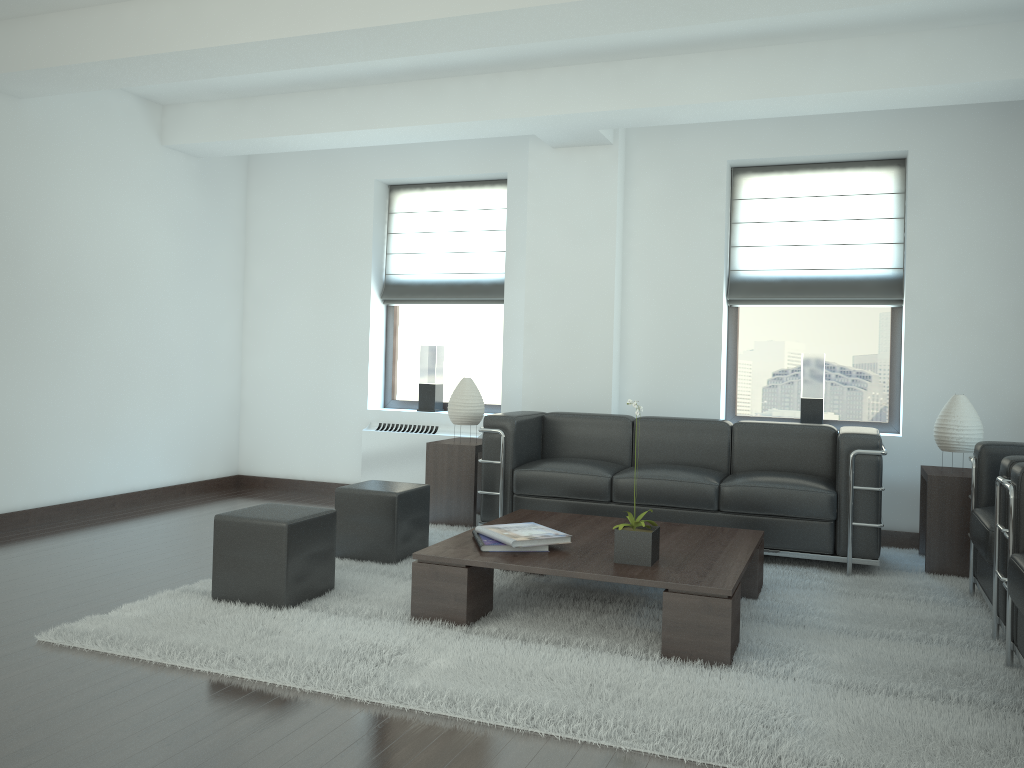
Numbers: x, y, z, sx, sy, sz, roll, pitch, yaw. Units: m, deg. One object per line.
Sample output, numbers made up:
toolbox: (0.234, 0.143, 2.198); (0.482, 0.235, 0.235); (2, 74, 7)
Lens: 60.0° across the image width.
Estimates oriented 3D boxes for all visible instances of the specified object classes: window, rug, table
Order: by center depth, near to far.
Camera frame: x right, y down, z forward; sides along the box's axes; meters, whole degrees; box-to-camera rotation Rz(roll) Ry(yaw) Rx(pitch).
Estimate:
table: (0.623, 1.290, 6.035); (1.936, 0.441, 1.920); (2, 1, 21)
rug: (1.100, 1.486, 6.301); (6.254, 0.110, 5.167); (2, 1, 21)
table: (3.711, 1.155, 7.383); (0.526, 0.845, 0.786); (2, 0, 21)
table: (-0.469, 1.002, 8.982); (0.526, 0.845, 0.786); (2, 0, 21)
window: (3.118, -0.901, 9.182); (1.701, 2.733, 0.146); (2, -1, 21)
window: (-0.715, -1.041, 10.650); (1.701, 2.733, 0.146); (2, -1, 21)

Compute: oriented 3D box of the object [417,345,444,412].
object: (-0.951, -0.065, 10.467); (0.239, 0.776, 0.243); (1, 0, 21)

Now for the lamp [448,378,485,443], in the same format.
lamp: (-0.462, 0.257, 8.930); (0.374, 0.655, 0.374); (2, 0, 25)

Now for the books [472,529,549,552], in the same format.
books: (-0.017, 1.032, 5.862); (0.446, 0.045, 0.518); (1, 1, -8)

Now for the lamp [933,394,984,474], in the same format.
lamp: (3.696, 0.409, 7.339); (0.374, 0.655, 0.374); (2, 0, -40)

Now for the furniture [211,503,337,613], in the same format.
furniture: (-1.588, 1.146, 5.968); (0.588, 0.579, 0.602); (2, 0, 21)

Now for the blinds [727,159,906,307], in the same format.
blinds: (3.085, -1.527, 9.037); (1.687, 1.477, 0.222); (2, 0, 21)

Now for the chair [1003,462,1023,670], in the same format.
chair: (3.028, 1.036, 4.181); (1.124, 1.171, 1.645); (2, 1, 21)

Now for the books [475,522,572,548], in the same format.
books: (0.071, 0.990, 5.835); (0.446, 0.045, 0.518); (1, 1, -28)

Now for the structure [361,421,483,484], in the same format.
structure: (-1.033, 0.831, 10.137); (1.462, 0.726, 0.193); (2, 0, 21)

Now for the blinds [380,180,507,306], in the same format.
blinds: (-0.747, -1.667, 10.504); (1.687, 1.477, 0.222); (2, 0, 21)

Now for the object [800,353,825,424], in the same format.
object: (3.033, 0.080, 8.942); (0.239, 0.776, 0.243); (1, 0, 21)

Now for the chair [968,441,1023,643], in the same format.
chair: (3.637, 1.017, 5.752); (1.124, 1.171, 1.645); (2, 1, 21)

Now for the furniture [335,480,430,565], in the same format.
furniture: (-1.067, 1.130, 7.335); (0.588, 0.579, 0.602); (2, 0, 21)

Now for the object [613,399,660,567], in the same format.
object: (0.774, 0.590, 5.467); (0.252, 0.992, 0.335); (1, 0, 21)

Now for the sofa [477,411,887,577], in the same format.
sofa: (1.472, 0.907, 7.995); (3.477, 1.170, 1.123); (2, 0, 21)
